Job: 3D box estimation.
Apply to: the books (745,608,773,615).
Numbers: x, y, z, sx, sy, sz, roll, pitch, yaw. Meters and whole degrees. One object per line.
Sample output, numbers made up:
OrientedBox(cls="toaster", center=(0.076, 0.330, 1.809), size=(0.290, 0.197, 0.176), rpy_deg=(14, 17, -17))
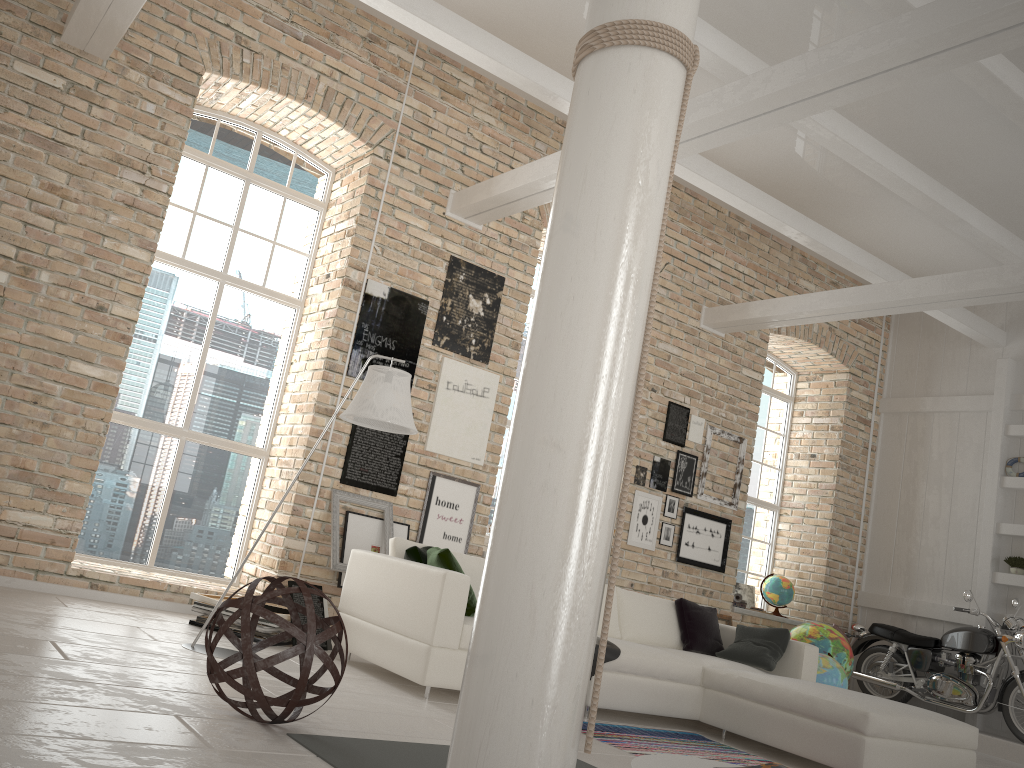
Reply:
OrientedBox(cls="books", center=(2.559, 2.359, 9.238), size=(0.215, 0.022, 0.187), rpy_deg=(19, -14, -32))

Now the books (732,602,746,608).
OrientedBox(cls="books", center=(2.281, 2.288, 9.311), size=(0.240, 0.029, 0.216), rpy_deg=(20, -14, -33))

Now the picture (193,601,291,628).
OrientedBox(cls="picture", center=(-1.659, 1.511, 5.885), size=(0.609, 0.048, 0.758), rpy_deg=(9, -12, 14))

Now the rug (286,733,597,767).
OrientedBox(cls="rug", center=(0.586, 1.415, 2.464), size=(1.355, 0.041, 2.888), rpy_deg=(20, -14, -35))

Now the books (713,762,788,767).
OrientedBox(cls="books", center=(0.758, 1.035, 2.282), size=(0.372, 0.048, 0.308), rpy_deg=(13, -11, -3))

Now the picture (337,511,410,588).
OrientedBox(cls="picture", center=(-1.048, 1.307, 6.808), size=(0.543, 0.566, 0.156), rpy_deg=(18, -12, -31))

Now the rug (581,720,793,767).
OrientedBox(cls="rug", center=(1.512, 1.955, 4.091), size=(1.327, 0.008, 2.852), rpy_deg=(20, -14, -35))

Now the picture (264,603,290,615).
OrientedBox(cls="picture", center=(-1.560, 1.484, 5.949), size=(0.287, 0.048, 0.391), rpy_deg=(13, -12, -6))

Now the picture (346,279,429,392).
OrientedBox(cls="picture", center=(-0.973, -0.370, 7.045), size=(0.557, 0.782, 0.039), rpy_deg=(18, -12, -31))

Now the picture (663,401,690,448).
OrientedBox(cls="picture", center=(1.598, 0.393, 8.648), size=(0.279, 0.392, 0.020), rpy_deg=(18, -12, -31))

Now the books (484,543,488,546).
OrientedBox(cls="books", center=(-0.113, 1.407, 7.667), size=(0.255, 0.024, 0.233), rpy_deg=(20, -14, -35))

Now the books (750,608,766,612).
OrientedBox(cls="books", center=(2.551, 2.341, 9.242), size=(0.143, 0.013, 0.099), rpy_deg=(3, -15, 38))

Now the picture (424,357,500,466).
OrientedBox(cls="picture", center=(-0.405, 0.230, 7.367), size=(0.557, 0.781, 0.039), rpy_deg=(18, -12, -31))

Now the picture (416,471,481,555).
OrientedBox(cls="picture", center=(-0.529, 1.131, 7.233), size=(0.489, 0.753, 0.013), rpy_deg=(17, -12, -31))

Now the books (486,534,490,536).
OrientedBox(cls="books", center=(-0.074, 1.428, 8.072), size=(0.223, 0.088, 0.338), rpy_deg=(21, -14, -38))

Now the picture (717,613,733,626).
OrientedBox(cls="picture", center=(1.986, 2.609, 8.637), size=(0.477, 0.745, 0.236), rpy_deg=(18, -12, -31))

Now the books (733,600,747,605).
OrientedBox(cls="books", center=(2.292, 2.266, 9.322), size=(0.242, 0.026, 0.217), rpy_deg=(21, -14, -37))

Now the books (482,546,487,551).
OrientedBox(cls="books", center=(-0.122, 1.441, 7.659), size=(0.260, 0.048, 0.233), rpy_deg=(20, -14, -35))

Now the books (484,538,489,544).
OrientedBox(cls="books", center=(-0.140, 1.369, 7.668), size=(0.207, 0.040, 0.190), rpy_deg=(2, -15, 42))

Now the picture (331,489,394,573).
OrientedBox(cls="picture", center=(-1.117, 1.133, 6.690), size=(0.514, 0.580, 0.301), rpy_deg=(18, -13, -32))

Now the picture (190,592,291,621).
OrientedBox(cls="picture", center=(-1.634, 1.474, 5.869), size=(0.626, 0.048, 0.736), rpy_deg=(4, -14, 33))

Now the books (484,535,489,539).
OrientedBox(cls="books", center=(-0.128, 1.337, 7.677), size=(0.188, 0.029, 0.173), rpy_deg=(1, -16, 45))

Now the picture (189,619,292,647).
OrientedBox(cls="picture", center=(-1.668, 1.620, 5.849), size=(0.612, 0.048, 0.757), rpy_deg=(9, -12, 16))

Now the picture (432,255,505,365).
OrientedBox(cls="picture", center=(-0.361, -0.616, 7.471), size=(0.555, 0.780, 0.039), rpy_deg=(18, -12, -31))

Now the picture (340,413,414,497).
OrientedBox(cls="picture", center=(-1.057, 0.493, 6.956), size=(0.482, 0.678, 0.068), rpy_deg=(18, -12, -31))

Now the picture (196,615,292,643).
OrientedBox(cls="picture", center=(-1.689, 1.584, 5.880), size=(0.594, 0.048, 0.779), rpy_deg=(12, -11, 2))

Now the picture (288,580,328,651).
OrientedBox(cls="picture", center=(-1.308, 1.491, 5.715), size=(0.205, 0.403, 0.310), rpy_deg=(4, -13, 34))

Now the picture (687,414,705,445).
OrientedBox(cls="picture", center=(1.819, 0.449, 8.791), size=(0.183, 0.258, 0.013), rpy_deg=(18, -12, -31))

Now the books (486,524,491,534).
OrientedBox(cls="books", center=(-0.062, 1.343, 8.077), size=(0.244, 0.084, 0.286), rpy_deg=(3, -14, 36))

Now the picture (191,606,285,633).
OrientedBox(cls="picture", center=(-1.642, 1.556, 5.888), size=(0.621, 0.048, 0.743), rpy_deg=(6, -13, 26))

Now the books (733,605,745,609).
OrientedBox(cls="books", center=(2.279, 2.313, 9.303), size=(0.241, 0.025, 0.215), rpy_deg=(19, -13, -31))

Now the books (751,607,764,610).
OrientedBox(cls="books", center=(2.545, 2.328, 9.248), size=(0.108, 0.013, 0.125), rpy_deg=(5, -13, 31))
